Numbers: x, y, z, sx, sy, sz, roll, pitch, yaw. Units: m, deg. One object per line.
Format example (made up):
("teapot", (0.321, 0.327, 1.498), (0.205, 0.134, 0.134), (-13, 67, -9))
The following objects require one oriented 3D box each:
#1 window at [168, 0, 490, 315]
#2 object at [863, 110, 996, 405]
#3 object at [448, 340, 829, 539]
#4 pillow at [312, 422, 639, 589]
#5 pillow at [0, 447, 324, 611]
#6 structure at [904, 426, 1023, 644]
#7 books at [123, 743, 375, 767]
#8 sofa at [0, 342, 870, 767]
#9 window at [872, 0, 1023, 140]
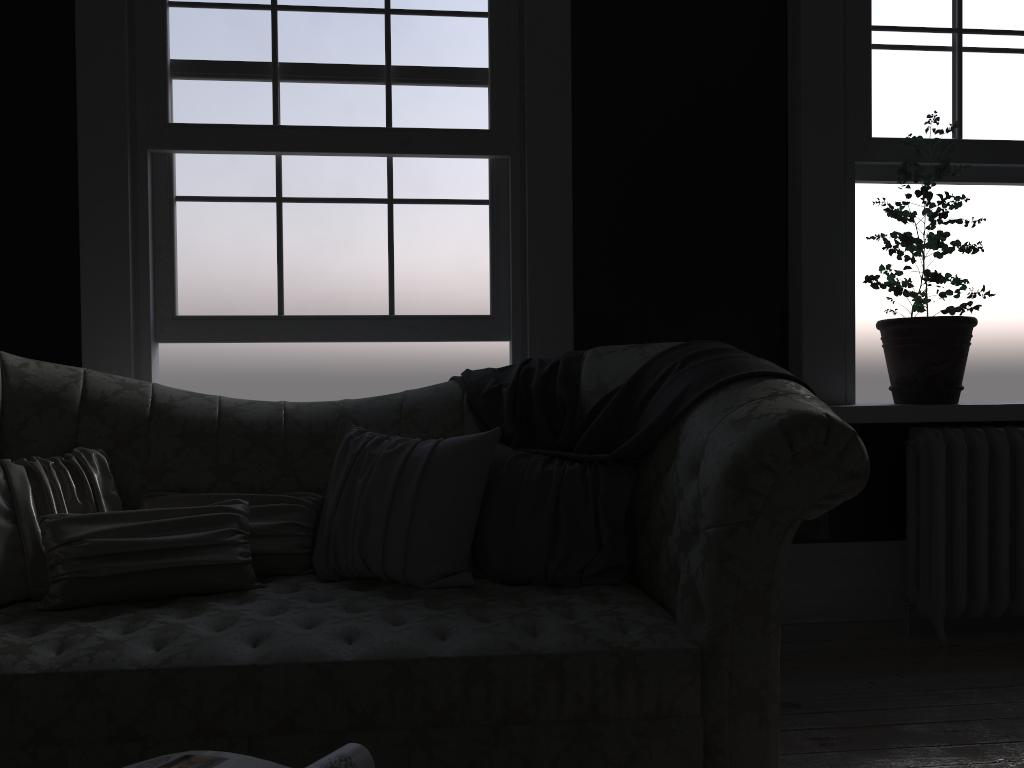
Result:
("window", (-0.692, -1.076, 3.435), (1.263, 1.672, 0.056), (-1, 1, -6))
("object", (1.660, -0.486, 3.548), (0.474, 1.134, 0.505), (0, 1, 34))
("object", (0.310, 0.163, 2.792), (1.367, 0.585, 0.517), (0, 1, 43))
("pillow", (-0.114, 0.346, 2.600), (0.964, 0.462, 0.405), (-1, 1, 1))
("pillow", (-1.106, 0.377, 2.473), (1.105, 0.416, 0.529), (-1, 0, -6))
("structure", (2.113, 0.588, 3.552), (1.141, 0.849, 0.276), (-1, 1, -6))
("books", (-0.308, 0.361, 0.670), (0.273, 0.109, 0.322), (0, 0, 29))
("sofa", (-0.633, 0.460, 2.595), (2.813, 1.161, 1.605), (-1, 0, -5))
("window", (2.062, -1.431, 3.722), (1.263, 1.017, 0.056), (-1, 1, -6))
